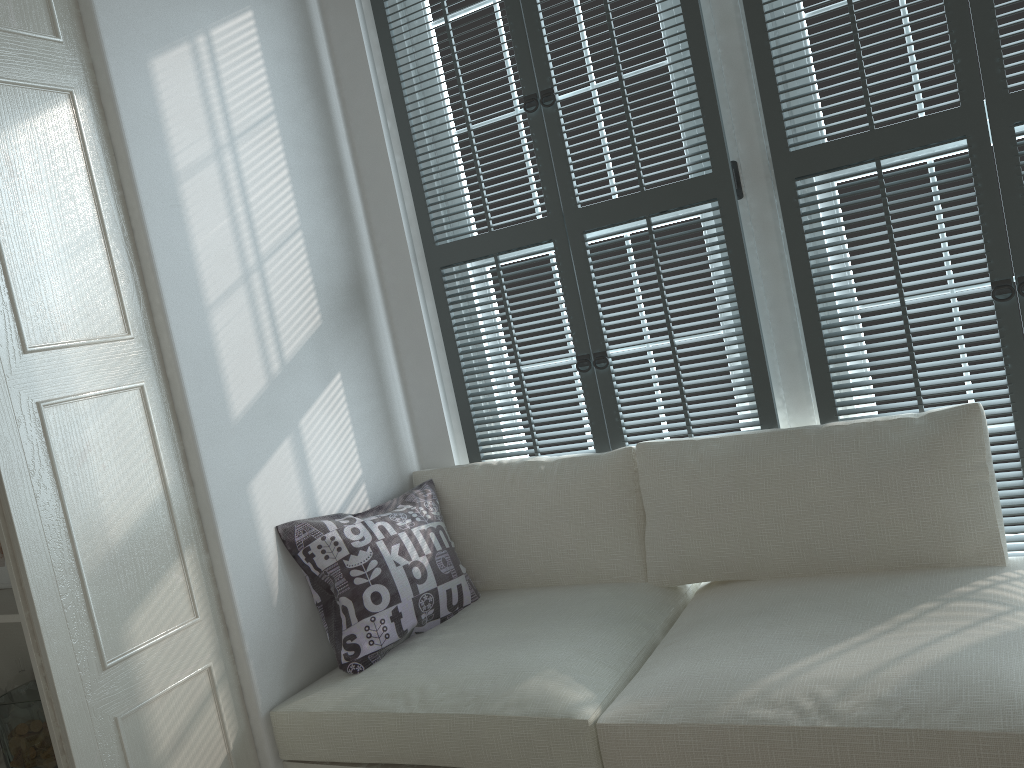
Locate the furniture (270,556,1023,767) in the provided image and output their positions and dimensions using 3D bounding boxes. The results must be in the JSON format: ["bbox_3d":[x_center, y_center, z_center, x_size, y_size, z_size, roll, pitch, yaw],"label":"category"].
[{"bbox_3d":[1.043,0.604,1.557,3.150,0.459,0.837,-10,5,28],"label":"furniture"}]

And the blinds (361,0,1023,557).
[{"bbox_3d":[1.011,-0.603,1.839,3.076,2.238,0.141,-10,5,28],"label":"blinds"}]

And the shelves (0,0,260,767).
[{"bbox_3d":[-1.258,0.013,1.937,0.972,2.523,0.399,-10,5,28],"label":"shelves"}]

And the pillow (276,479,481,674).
[{"bbox_3d":[-0.289,0.467,2.221,0.229,0.398,0.550,-8,5,41],"label":"pillow"}]

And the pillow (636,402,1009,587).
[{"bbox_3d":[0.670,0.271,2.034,0.787,0.360,0.193,-10,5,29],"label":"pillow"}]

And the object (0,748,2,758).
[{"bbox_3d":[-1.209,0.838,2.038,0.056,0.090,0.056,-14,5,-31],"label":"object"}]

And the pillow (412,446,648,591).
[{"bbox_3d":[0.037,0.381,2.383,0.695,0.360,0.187,-10,5,29],"label":"pillow"}]

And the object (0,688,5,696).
[{"bbox_3d":[-1.301,0.753,2.191,0.088,0.271,0.088,-9,5,33],"label":"object"}]

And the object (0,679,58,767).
[{"bbox_3d":[-0.929,0.742,1.917,0.387,0.180,0.171,-10,5,28],"label":"object"}]

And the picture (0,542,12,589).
[{"bbox_3d":[-1.175,0.364,2.037,0.206,0.192,0.124,-10,5,23],"label":"picture"}]

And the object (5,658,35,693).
[{"bbox_3d":[-1.204,0.775,2.207,0.094,0.188,0.094,-13,4,-20],"label":"object"}]
